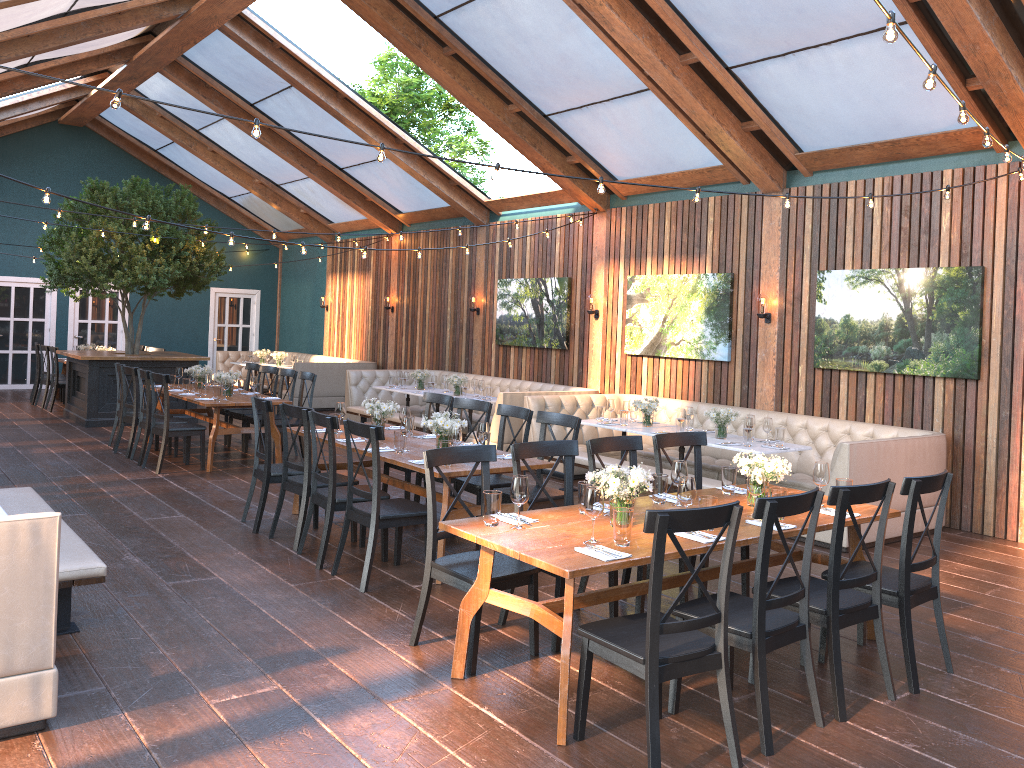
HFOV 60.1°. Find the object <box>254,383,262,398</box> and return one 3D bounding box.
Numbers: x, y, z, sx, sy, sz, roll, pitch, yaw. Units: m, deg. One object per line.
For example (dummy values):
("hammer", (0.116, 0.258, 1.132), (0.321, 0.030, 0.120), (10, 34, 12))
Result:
("object", (-2.877, 0.075, 10.016), (0.092, 0.158, 0.092), (2, 1, -1))

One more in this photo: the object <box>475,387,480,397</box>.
("object", (-0.473, 0.091, 11.952), (0.092, 0.158, 0.092), (3, 1, 39))

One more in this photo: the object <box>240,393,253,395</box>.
("object", (-3.084, 0.111, 10.378), (0.255, 0.019, 0.158), (-1, 5, -37))

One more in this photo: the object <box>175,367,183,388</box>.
("object", (-4.119, -0.080, 10.939), (0.092, 0.244, 0.092), (2, 1, 11))

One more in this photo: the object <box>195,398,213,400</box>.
("object", (-3.292, 0.159, 9.574), (0.255, 0.019, 0.158), (-1, 5, -37))

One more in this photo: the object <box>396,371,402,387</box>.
("object", (-1.668, -0.073, 13.029), (0.092, 0.244, 0.092), (2, 1, 11))

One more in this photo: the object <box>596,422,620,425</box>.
("object", (1.017, 0.409, 9.206), (0.255, 0.019, 0.158), (-1, 5, -37))

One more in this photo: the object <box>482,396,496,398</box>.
("object", (-0.341, 0.173, 11.855), (0.255, 0.019, 0.158), (-1, 5, -37))

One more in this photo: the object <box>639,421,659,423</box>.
("object", (1.448, 0.407, 9.480), (0.255, 0.019, 0.158), (-1, 5, -37))

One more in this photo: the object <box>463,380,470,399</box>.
("object", (-0.595, 0.070, 11.570), (0.092, 0.244, 0.092), (2, 1, -34))

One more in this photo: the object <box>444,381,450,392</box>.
("object", (-0.924, 0.032, 12.552), (0.092, 0.158, 0.092), (3, 1, 39))

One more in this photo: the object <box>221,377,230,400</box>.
("object", (-3.106, 0.053, 9.591), (0.092, 0.244, 0.092), (2, 1, -34))

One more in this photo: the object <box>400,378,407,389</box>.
("object", (-1.566, -0.005, 12.723), (0.092, 0.158, 0.092), (3, 1, 39))

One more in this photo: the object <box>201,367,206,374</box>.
("object", (-3.948, -0.096, 11.259), (0.092, 0.244, 0.092), (3, 1, 33))

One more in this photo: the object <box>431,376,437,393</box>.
("object", (-1.075, 0.007, 12.205), (0.092, 0.244, 0.092), (2, 1, 11))

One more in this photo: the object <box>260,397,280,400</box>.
("object", (-2.733, 0.158, 9.909), (0.255, 0.019, 0.158), (-1, 5, -37))

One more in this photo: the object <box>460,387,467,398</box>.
("object", (-0.627, 0.119, 11.466), (0.092, 0.158, 0.092), (3, 1, 39))

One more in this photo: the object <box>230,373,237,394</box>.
("object", (-3.267, -0.008, 10.358), (0.092, 0.244, 0.092), (2, 1, 5))

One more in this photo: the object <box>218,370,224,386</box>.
("object", (-3.560, -0.048, 10.801), (0.092, 0.244, 0.092), (2, 1, -40))

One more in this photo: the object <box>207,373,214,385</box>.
("object", (-3.878, -0.059, 11.390), (0.092, 0.158, 0.092), (2, 1, -11))

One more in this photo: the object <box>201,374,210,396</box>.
("object", (-3.481, 0.006, 10.049), (0.092, 0.244, 0.092), (2, 1, -34))

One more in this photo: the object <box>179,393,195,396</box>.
("object", (-3.640, 0.113, 10.040), (0.255, 0.019, 0.158), (-1, 5, -37))

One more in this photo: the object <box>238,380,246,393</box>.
("object", (-3.206, 0.029, 10.491), (0.092, 0.158, 0.092), (3, 1, 19))

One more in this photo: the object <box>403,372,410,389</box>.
("object", (-1.533, -0.054, 12.828), (0.092, 0.244, 0.092), (2, 1, 11))

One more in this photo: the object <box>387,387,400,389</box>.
("object", (-1.704, 0.053, 12.821), (0.255, 0.019, 0.158), (-1, 5, -37))

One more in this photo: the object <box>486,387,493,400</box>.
("object", (-0.302, 0.122, 11.602), (0.092, 0.158, 0.092), (2, 1, -1))

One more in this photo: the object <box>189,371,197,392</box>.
("object", (-3.770, -0.033, 10.459), (0.092, 0.244, 0.092), (2, 1, -40))

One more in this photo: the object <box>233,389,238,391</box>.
("object", (-3.401, 0.073, 10.813), (0.255, 0.019, 0.158), (-1, 5, -37))

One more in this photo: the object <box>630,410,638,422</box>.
("object", (1.316, 0.325, 9.577), (0.092, 0.158, 0.092), (3, 1, 39))

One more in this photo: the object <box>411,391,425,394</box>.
("object", (-1.246, 0.114, 12.198), (0.255, 0.019, 0.158), (-1, 5, -37))

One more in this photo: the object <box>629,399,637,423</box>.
("object", (1.286, 0.288, 9.472), (0.092, 0.244, 0.092), (2, 1, 11))

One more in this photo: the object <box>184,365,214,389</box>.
("object", (-3.833, -0.097, 10.868), (0.336, 0.309, 0.330), (0, 3, -41))

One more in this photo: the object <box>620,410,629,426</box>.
("object", (1.154, 0.351, 9.108), (0.092, 0.158, 0.092), (3, 1, 39))

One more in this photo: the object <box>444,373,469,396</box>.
("object", (-0.742, 0.004, 11.973), (0.336, 0.309, 0.330), (1, 2, -20))

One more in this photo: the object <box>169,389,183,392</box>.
("object", (-3.938, 0.073, 10.456), (0.255, 0.019, 0.158), (-1, 5, -37))

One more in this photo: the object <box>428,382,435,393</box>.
("object", (-1.108, 0.056, 12.100), (0.092, 0.158, 0.092), (3, 1, 39))

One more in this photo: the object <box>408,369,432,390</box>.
("object", (-1.319, -0.072, 12.740), (0.336, 0.309, 0.330), (1, 2, -25))

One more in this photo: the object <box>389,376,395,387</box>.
("object", (-1.775, -0.036, 13.060), (0.092, 0.158, 0.092), (3, 1, 39))

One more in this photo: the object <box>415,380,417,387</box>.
("object", (-1.405, -0.031, 13.192), (0.092, 0.158, 0.092), (3, 1, 39))

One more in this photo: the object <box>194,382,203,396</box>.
("object", (-3.512, 0.058, 9.908), (0.092, 0.158, 0.092), (2, 1, -11))

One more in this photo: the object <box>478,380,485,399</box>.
("object", (-0.405, 0.073, 11.633), (0.092, 0.244, 0.092), (2, 1, 11))

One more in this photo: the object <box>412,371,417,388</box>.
("object", (-1.434, -0.068, 13.087), (0.092, 0.244, 0.092), (2, 1, 11))

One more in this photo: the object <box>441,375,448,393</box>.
("object", (-0.953, -0.005, 12.447), (0.092, 0.244, 0.092), (2, 1, 11))

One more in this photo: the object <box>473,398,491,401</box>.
("object", (-0.402, 0.197, 11.467), (0.157, 0.019, 0.256), (-1, 5, -37))

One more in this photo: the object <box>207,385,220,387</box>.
("object", (-3.760, 0.023, 11.271), (0.255, 0.019, 0.158), (-1, 5, -37))

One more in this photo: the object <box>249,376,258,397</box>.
("object", (-2.899, 0.038, 9.921), (0.092, 0.244, 0.092), (2, 1, -12))

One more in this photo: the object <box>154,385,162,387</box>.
("object", (-4.316, 0.026, 10.928), (0.255, 0.019, 0.158), (-1, 5, -37))

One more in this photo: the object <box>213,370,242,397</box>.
("object", (-3.226, -0.014, 10.013), (0.329, 0.309, 0.337), (2, 2, 0))

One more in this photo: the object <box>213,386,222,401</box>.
("object", (-3.150, 0.104, 9.449), (0.092, 0.158, 0.092), (2, 1, -1))

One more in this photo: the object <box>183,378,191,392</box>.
("object", (-3.804, 0.017, 10.339), (0.091, 0.158, 0.092), (2, 1, -31))

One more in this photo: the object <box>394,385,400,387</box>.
("object", (-1.680, 0.028, 13.195), (0.157, 0.019, 0.256), (-1, 5, -37))

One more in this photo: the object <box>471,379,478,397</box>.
("object", (-0.503, 0.054, 11.847), (0.092, 0.244, 0.092), (2, 1, 11))

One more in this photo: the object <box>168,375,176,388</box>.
("object", (-4.159, -0.030, 10.809), (0.092, 0.158, 0.092), (2, 1, -21))
